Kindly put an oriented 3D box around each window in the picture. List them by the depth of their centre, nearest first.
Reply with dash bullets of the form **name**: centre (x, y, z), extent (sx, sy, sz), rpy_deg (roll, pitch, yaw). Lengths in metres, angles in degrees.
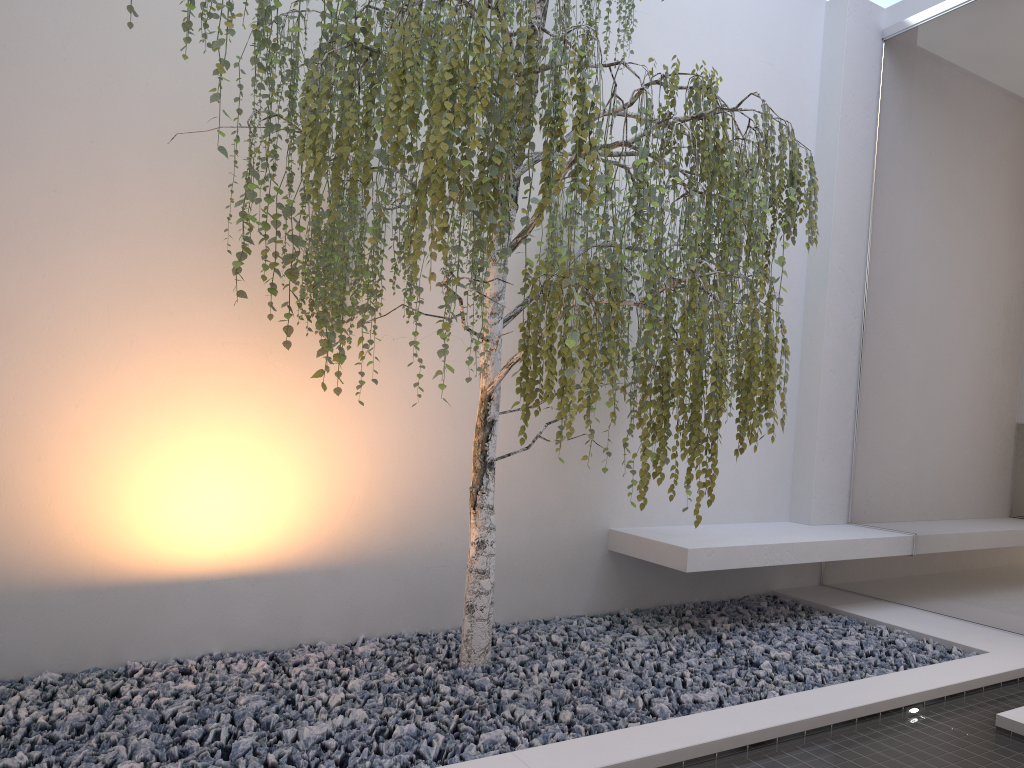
- **window**: centre (2.513, -0.420, 3.907), extent (0.057, 3.257, 2.481), rpy_deg (2, 0, -27)

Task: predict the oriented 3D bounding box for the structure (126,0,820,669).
- **structure**: centre (0.131, -0.920, 2.917), extent (2.749, 3.993, 1.539), rpy_deg (3, 0, -35)
